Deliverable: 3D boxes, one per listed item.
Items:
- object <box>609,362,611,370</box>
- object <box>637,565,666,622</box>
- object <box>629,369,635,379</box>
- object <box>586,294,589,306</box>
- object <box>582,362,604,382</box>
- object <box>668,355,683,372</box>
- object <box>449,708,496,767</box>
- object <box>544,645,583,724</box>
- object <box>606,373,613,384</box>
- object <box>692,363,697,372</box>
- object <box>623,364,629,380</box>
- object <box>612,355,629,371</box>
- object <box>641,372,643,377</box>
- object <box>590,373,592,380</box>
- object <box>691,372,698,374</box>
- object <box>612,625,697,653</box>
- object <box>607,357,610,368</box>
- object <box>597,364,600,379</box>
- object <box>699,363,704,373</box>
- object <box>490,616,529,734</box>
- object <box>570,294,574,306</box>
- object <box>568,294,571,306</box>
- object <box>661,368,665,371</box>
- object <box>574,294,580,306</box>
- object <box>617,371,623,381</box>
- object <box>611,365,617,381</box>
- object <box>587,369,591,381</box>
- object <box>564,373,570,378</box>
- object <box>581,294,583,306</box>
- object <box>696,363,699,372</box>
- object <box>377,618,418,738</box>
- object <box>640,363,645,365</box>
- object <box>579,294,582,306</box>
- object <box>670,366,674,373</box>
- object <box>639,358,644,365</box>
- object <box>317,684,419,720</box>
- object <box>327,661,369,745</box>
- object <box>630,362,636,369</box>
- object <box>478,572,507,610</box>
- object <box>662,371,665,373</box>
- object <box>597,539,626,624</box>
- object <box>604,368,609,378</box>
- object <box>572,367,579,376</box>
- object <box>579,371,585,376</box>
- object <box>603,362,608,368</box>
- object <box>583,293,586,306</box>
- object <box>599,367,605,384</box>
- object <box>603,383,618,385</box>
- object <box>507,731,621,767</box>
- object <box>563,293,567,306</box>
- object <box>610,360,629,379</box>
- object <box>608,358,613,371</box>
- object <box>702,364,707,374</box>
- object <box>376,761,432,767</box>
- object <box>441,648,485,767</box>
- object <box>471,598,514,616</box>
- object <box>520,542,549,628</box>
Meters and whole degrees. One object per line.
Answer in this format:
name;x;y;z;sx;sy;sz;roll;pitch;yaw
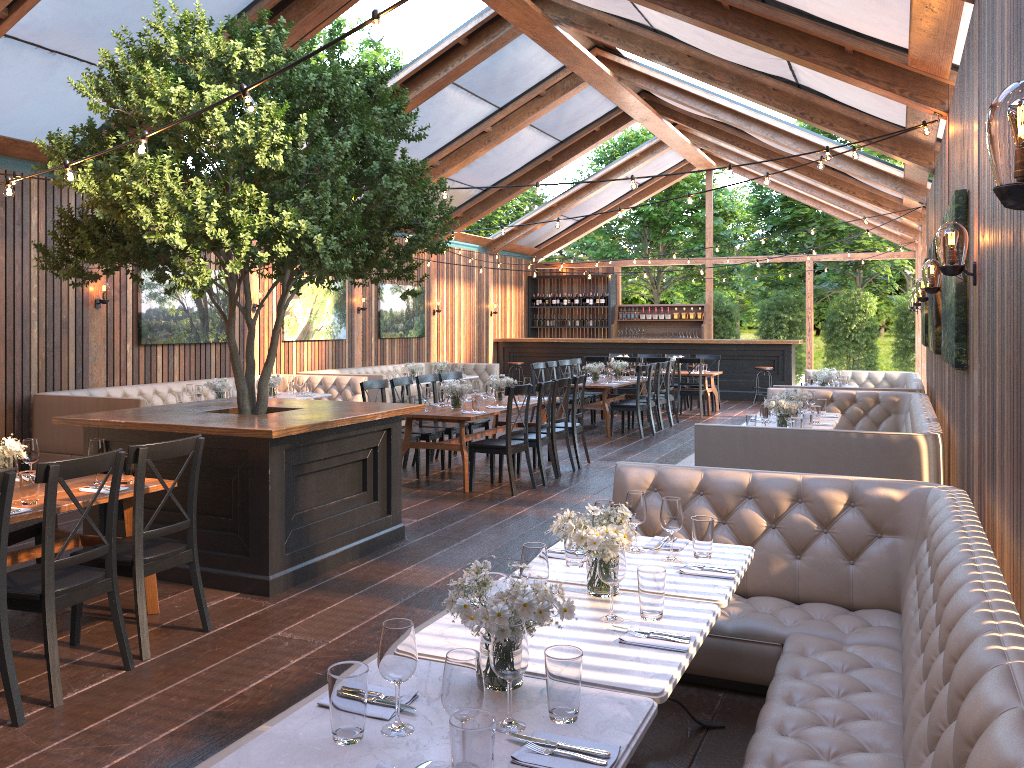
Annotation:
object;1.637;-0.232;14.536;0.092;0.244;0.092;0;1;-24
object;0.440;0.661;2.790;0.092;0.158;0.092;0;1;10
object;1.903;-0.154;14.009;0.092;0.158;0.092;-1;1;-40
object;1.873;-2.084;21.931;0.077;0.307;0.077;0;0;40
object;1.245;-0.183;13.316;0.336;0.309;0.329;-1;2;-32
object;3.020;-0.374;16.160;0.329;0.309;0.336;-1;2;-34
object;-0.077;0.732;1.728;0.092;0.158;0.092;0;1;10
object;0.121;0.708;2.081;0.092;0.158;0.092;0;1;10
object;1.434;-0.086;13.000;0.092;0.158;0.092;0;1;-20
object;3.372;-0.309;16.319;0.092;0.158;0.092;-1;1;-40
object;1.796;-0.195;13.984;0.092;0.244;0.092;0;1;-24
object;2.063;-0.404;16.598;0.336;0.309;0.329;0;2;-11
object;2.117;-0.190;14.548;0.092;0.158;0.092;-1;1;-40
object;1.264;-0.151;13.961;0.092;0.158;0.092;-1;1;-40
object;3.244;-0.199;15.718;0.157;0.019;0.255;2;4;24
object;0.411;0.742;2.616;0.255;0.019;0.158;2;4;24
object;1.836;-0.390;16.877;0.092;0.244;0.092;0;1;-24
object;1.376;-0.196;14.000;0.092;0.244;0.092;0;1;-24
object;3.385;-0.318;15.804;0.092;0.244;0.092;0;1;-24
object;-0.006;0.668;2.042;0.092;0.244;0.092;0;1;-24
object;1.500;-2.097;22.099;0.077;0.309;0.077;0;0;2
object;1.435;-2.103;22.176;0.078;0.312;0.078;0;0;19
object;2.826;-0.324;16.533;0.092;0.158;0.092;-1;1;-40
object;1.622;-2.098;22.100;0.136;0.316;0.136;0;1;-15
object;1.658;-0.120;13.544;0.092;0.158;0.092;-1;1;-40
object;1.551;-0.162;13.519;0.092;0.244;0.092;0;1;-24
object;1.186;-0.164;13.522;0.092;0.244;0.092;0;1;-24
object;0.804;-0.083;12.954;0.092;0.158;0.092;-1;1;-30
object;1.752;-2.097;22.123;0.077;0.307;0.077;0;0;40
object;3.412;-0.344;16.195;0.092;0.244;0.092;0;1;-24
object;-0.261;0.669;2.024;0.092;0.244;0.092;0;1;-24
object;2.379;-0.297;16.128;0.092;0.158;0.092;-1;1;-40
object;1.713;-2.088;22.027;0.075;0.303;0.075;0;0;7
object;2.880;-0.282;15.917;0.092;0.158;0.092;-1;1;-40
object;2.369;-0.347;16.233;0.092;0.244;0.092;0;1;-24
object;-0.333;0.772;2.171;0.255;0.019;0.158;2;4;24
object;-0.366;0.715;1.979;0.092;0.158;0.092;0;1;10
object;1.991;-0.232;14.536;0.092;0.244;0.092;0;1;-24
object;-0.060;0.666;2.702;0.092;0.158;0.092;0;1;10
object;2.704;-0.215;15.949;0.157;0.019;0.255;2;4;24
object;0.313;0.618;2.780;0.092;0.244;0.092;0;1;-18
object;1.538;-0.186;14.490;0.092;0.158;0.092;-1;1;-40
object;0.931;-0.128;12.990;0.092;0.244;0.092;0;1;-18
object;1.071;-0.118;13.481;0.092;0.158;0.092;-1;1;-40
object;1.797;-0.355;16.995;0.092;0.158;0.092;-1;1;-40
object;1.798;-2.097;21.990;0.081;0.324;0.081;0;0;2
object;1.320;-0.126;12.960;0.092;0.244;0.092;0;1;-18
object;1.411;-0.004;12.825;0.255;0.019;0.158;2;4;24
object;0.097;0.789;1.911;0.255;0.019;0.158;2;4;24
object;1.334;-2.114;22.178;0.087;0.334;0.087;0;0;4
object;1.712;-0.246;14.260;0.329;0.309;0.336;0;2;-9
object;1.831;-0.363;16.478;0.092;0.244;0.092;0;1;-24
object;3.413;-0.266;15.674;0.092;0.158;0.092;-1;1;-40
object;-0.242;0.801;1.747;0.157;0.019;0.255;2;4;24
object;-0.101;0.682;1.835;0.092;0.244;0.092;0;1;-24
object;-0.036;0.725;2.871;0.255;0.019;0.158;2;4;24
object;0.070;0.621;2.743;0.092;0.244;0.092;0;1;-18
